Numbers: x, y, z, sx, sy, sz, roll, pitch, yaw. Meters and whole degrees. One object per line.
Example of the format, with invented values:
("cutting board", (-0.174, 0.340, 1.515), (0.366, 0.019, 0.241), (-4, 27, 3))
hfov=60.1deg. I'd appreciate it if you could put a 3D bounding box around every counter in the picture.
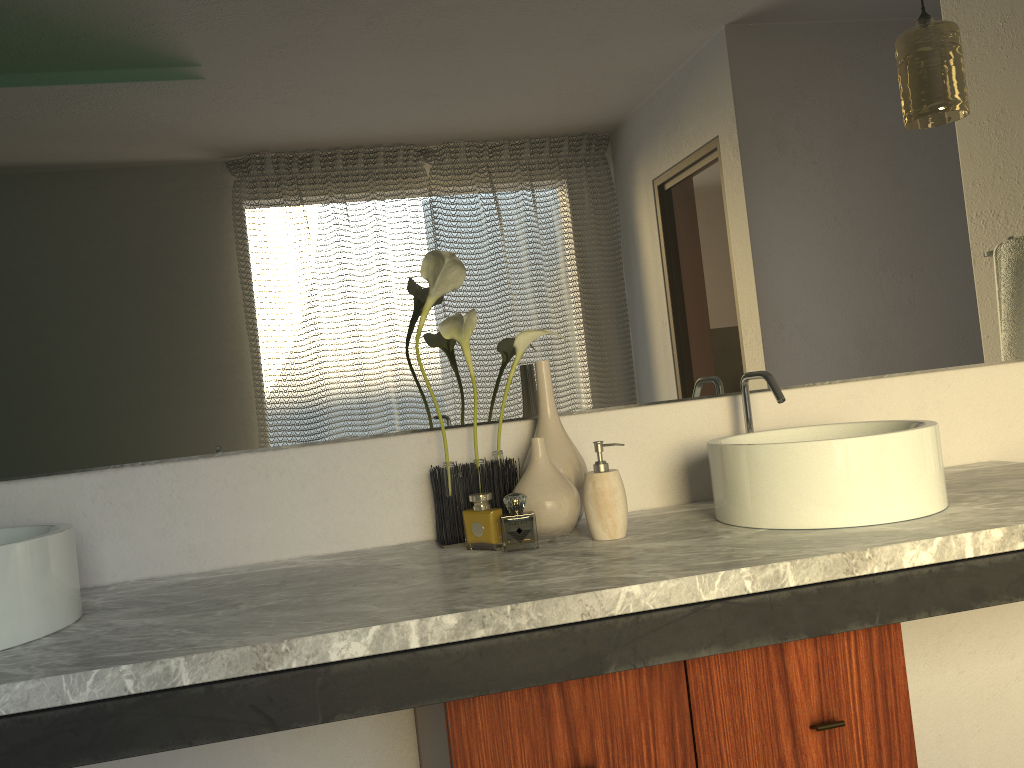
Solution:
("counter", (-0.014, 0.319, 1.351), (2.238, 0.101, 0.592), (-6, -1, -11))

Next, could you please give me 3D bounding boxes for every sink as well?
("sink", (0.514, 0.144, 1.469), (0.349, 0.131, 0.365), (-6, -1, -34))
("sink", (-0.793, 0.288, 1.223), (0.354, 0.131, 0.360), (-6, -1, -9))

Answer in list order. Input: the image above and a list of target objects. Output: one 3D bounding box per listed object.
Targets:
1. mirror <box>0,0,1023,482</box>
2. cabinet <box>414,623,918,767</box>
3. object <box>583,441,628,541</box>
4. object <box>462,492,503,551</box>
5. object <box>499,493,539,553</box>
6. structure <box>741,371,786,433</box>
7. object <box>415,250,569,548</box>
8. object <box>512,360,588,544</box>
("mirror", (-0.617, -0.442, 1.564), (4.042, 1.152, 0.017), (-6, -1, -11))
("cabinet", (0.210, 0.643, 1.418), (0.653, 0.599, 0.517), (-6, -1, -12))
("object", (0.149, 0.171, 1.441), (0.069, 0.158, 0.072), (-6, -1, -29))
("object", (-0.048, 0.228, 1.464), (0.067, 0.092, 0.038), (-7, -1, 38))
("object", (0.009, 0.219, 1.414), (0.057, 0.090, 0.039), (-6, -1, -1))
("structure", (0.443, 0.099, 1.627), (0.065, 0.242, 0.166), (-6, -1, -9))
("object", (-0.037, 0.021, 1.562), (0.238, 0.504, 0.192), (-6, -1, -34))
("object", (0.058, 0.111, 1.543), (0.121, 0.305, 0.237), (-7, -1, 14))
